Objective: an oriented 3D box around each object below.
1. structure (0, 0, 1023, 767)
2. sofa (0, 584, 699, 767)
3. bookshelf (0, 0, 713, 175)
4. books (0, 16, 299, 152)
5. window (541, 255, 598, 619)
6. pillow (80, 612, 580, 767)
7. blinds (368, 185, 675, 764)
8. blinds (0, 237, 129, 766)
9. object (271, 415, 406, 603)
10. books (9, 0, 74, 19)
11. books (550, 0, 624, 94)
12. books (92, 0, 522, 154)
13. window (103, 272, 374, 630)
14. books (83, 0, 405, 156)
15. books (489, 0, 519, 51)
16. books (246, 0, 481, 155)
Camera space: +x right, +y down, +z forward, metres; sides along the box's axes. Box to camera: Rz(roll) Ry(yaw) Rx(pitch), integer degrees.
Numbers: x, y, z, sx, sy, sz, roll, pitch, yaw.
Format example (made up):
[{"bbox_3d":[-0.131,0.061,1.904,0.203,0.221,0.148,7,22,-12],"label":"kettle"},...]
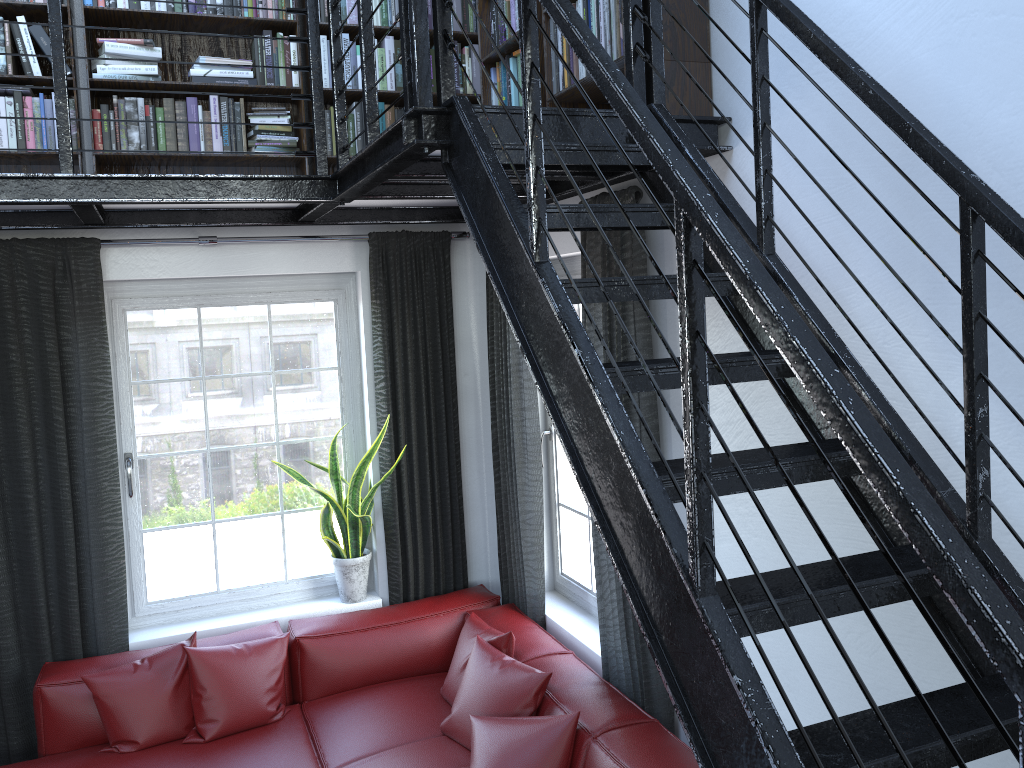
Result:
[{"bbox_3d":[-1.326,0.267,1.582,4.493,3.345,4.624,-5,5,-21],"label":"structure"},{"bbox_3d":[-0.628,1.510,2.546,2.544,0.654,3.286,-5,6,-22],"label":"sofa"},{"bbox_3d":[-1.687,-1.441,2.204,4.480,1.612,3.094,-5,5,-21],"label":"bookshelf"},{"bbox_3d":[-1.853,-1.487,3.626,3.395,1.119,0.241,-5,4,-22],"label":"books"},{"bbox_3d":[0.377,0.251,3.748,0.133,1.601,1.169,-4,4,-21],"label":"window"},{"bbox_3d":[-0.591,1.179,3.548,1.956,0.400,0.986,-1,5,21],"label":"pillow"},{"bbox_3d":[0.104,0.460,3.795,0.528,2.373,1.751,-5,5,-39],"label":"blinds"},{"bbox_3d":[-2.856,0.651,3.377,2.511,2.379,0.125,-5,3,-21],"label":"blinds"},{"bbox_3d":[-0.787,0.602,4.128,0.554,0.937,0.526,-5,4,-33],"label":"object"},{"bbox_3d":[-2.224,-1.891,3.460,2.639,0.825,0.213,-5,4,-21],"label":"books"},{"bbox_3d":[-1.717,-1.520,2.330,4.388,1.401,1.172,-5,4,-21],"label":"books"},{"bbox_3d":[-2.038,-1.576,3.010,4.440,1.425,1.288,-5,4,-20],"label":"books"},{"bbox_3d":[-1.278,0.290,4.223,1.168,1.601,0.133,-4,3,-22],"label":"window"},{"bbox_3d":[-2.201,-1.595,3.465,4.446,1.393,0.242,-5,4,-21],"label":"books"},{"bbox_3d":[-1.534,-1.482,1.823,4.382,1.405,2.209,-5,5,-22],"label":"books"},{"bbox_3d":[-2.202,-1.606,3.469,4.441,1.408,0.227,-5,4,-22],"label":"books"}]
